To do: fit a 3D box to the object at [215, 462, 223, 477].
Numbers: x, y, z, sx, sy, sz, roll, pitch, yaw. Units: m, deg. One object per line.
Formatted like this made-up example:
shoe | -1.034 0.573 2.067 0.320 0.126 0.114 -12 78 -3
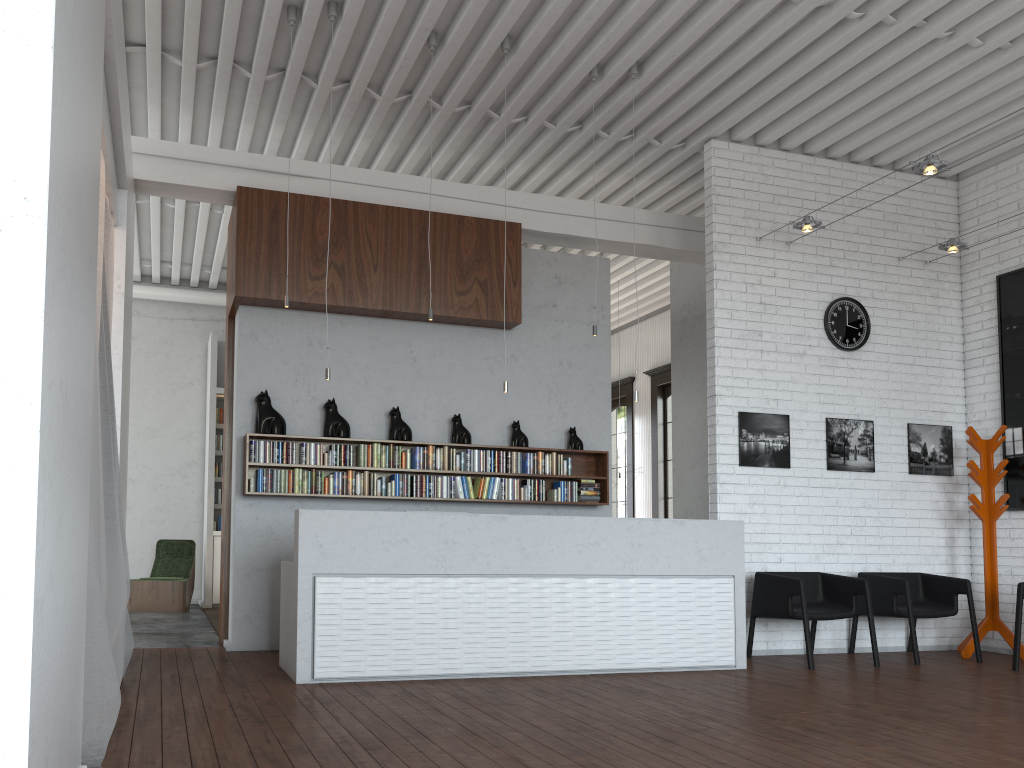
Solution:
object | -4.118 1.218 12.279 0.151 0.218 0.212 3 -7 -20
